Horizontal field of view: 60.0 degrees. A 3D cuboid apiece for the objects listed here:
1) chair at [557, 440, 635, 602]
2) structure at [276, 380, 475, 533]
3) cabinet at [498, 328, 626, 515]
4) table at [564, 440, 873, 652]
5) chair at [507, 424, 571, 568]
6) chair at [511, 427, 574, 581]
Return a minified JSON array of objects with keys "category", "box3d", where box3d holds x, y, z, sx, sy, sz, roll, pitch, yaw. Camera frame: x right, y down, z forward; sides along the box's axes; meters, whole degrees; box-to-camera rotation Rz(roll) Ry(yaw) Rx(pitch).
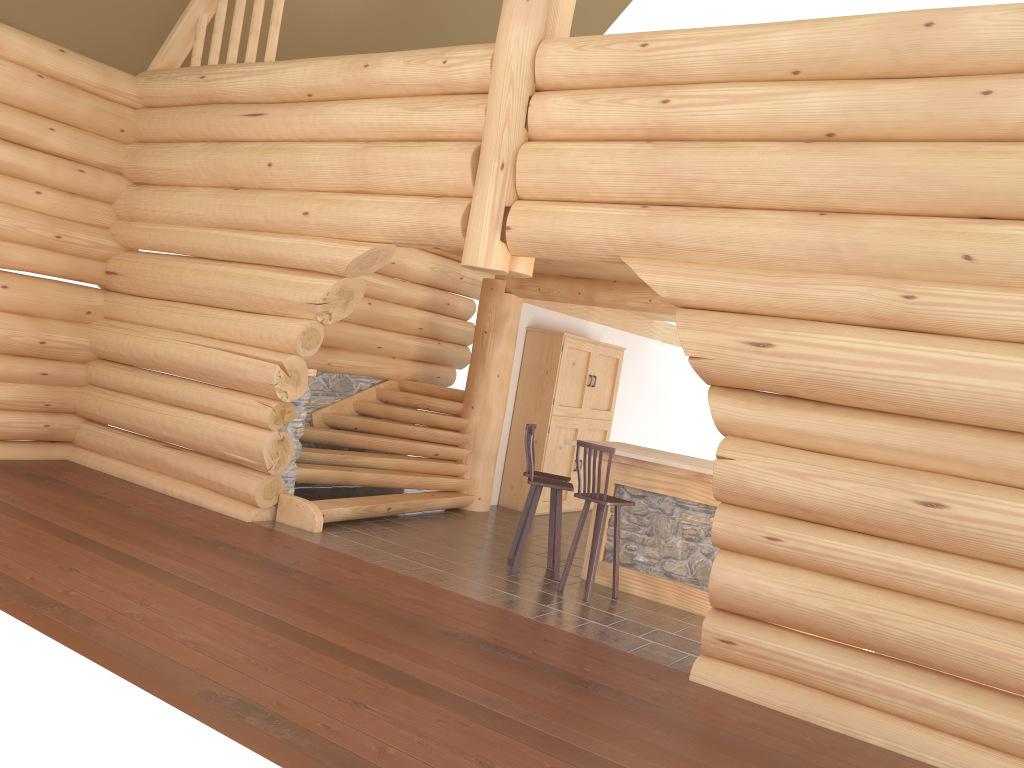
[{"category":"chair","box3d":[0.753,1.183,7.723,0.406,1.319,0.504,10,1,43]},{"category":"structure","box3d":[-1.762,0.560,10.397,1.951,1.643,3.604,10,1,27]},{"category":"cabinet","box3d":[0.751,0.549,12.427,0.670,2.403,1.847,10,1,33]},{"category":"table","box3d":[2.038,1.422,7.999,3.220,1.257,1.196,10,1,33]},{"category":"chair","box3d":[0.291,1.088,8.754,0.504,1.319,0.406,10,1,13]},{"category":"chair","box3d":[0.301,1.099,8.232,0.504,1.319,0.406,9,1,2]}]
